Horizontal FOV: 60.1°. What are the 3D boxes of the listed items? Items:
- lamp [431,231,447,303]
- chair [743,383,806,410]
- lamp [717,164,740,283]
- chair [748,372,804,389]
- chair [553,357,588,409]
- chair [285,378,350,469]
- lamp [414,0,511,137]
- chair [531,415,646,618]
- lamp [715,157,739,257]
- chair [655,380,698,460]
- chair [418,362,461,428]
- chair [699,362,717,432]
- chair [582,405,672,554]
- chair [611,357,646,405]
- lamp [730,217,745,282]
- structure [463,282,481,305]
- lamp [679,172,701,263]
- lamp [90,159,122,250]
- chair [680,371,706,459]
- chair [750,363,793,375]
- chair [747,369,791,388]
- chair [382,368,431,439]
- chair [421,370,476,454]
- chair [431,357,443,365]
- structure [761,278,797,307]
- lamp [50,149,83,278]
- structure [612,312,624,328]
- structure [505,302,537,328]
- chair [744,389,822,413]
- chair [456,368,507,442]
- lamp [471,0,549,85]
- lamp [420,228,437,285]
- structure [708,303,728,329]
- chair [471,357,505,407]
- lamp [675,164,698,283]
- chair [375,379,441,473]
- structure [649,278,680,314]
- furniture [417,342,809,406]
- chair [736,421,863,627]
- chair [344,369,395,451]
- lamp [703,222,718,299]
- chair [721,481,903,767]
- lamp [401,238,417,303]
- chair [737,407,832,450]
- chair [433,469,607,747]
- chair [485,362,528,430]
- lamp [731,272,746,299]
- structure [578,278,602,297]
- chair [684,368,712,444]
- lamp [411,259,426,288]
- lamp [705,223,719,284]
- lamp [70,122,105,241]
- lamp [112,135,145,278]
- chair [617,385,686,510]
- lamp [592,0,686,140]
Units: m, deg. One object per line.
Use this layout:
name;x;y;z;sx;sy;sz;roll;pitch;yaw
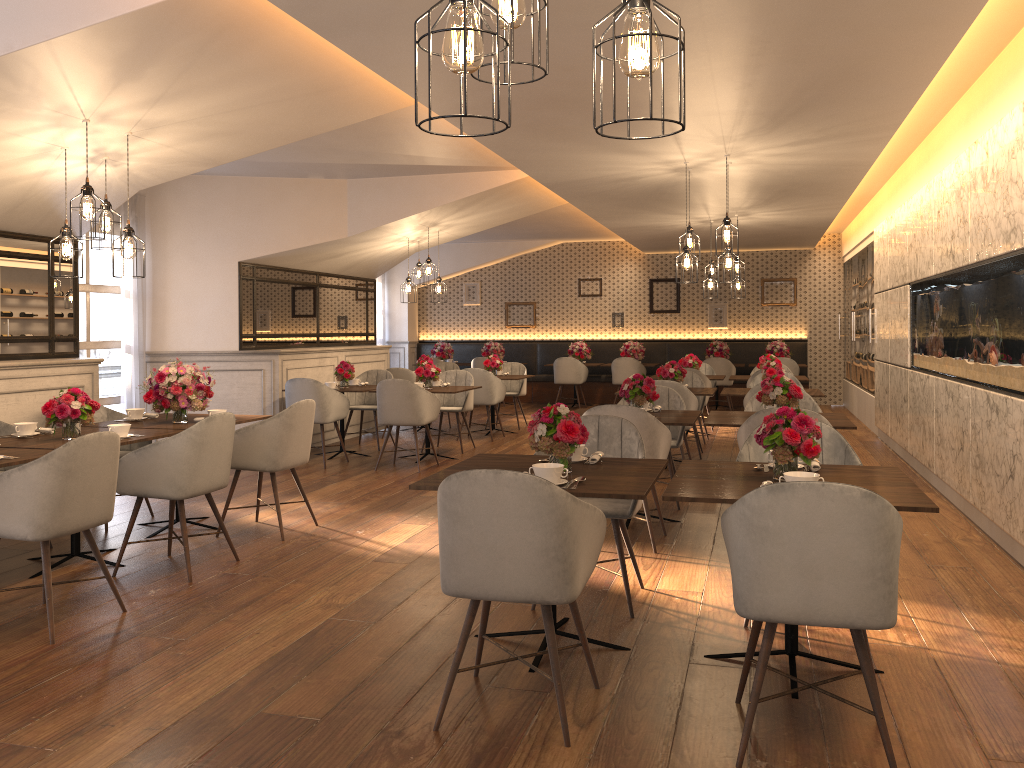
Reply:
lamp;-0.850;-1.975;10.248;0.175;2.070;0.175;0;0;17
chair;2.291;0.394;7.654;0.565;0.872;0.526;0;1;15
lamp;1.756;-1.858;7.200;0.175;2.070;0.175;0;0;17
chair;2.661;0.315;8.930;0.565;0.872;0.526;0;1;15
chair;0.949;-0.016;14.590;0.565;0.872;0.526;0;1;15
chair;-1.932;0.362;8.672;0.565;0.872;0.526;0;1;15
lamp;-0.101;-1.532;1.716;0.175;2.070;0.175;0;0;17
chair;0.386;0.609;4.313;0.565;0.872;0.526;0;1;15
lamp;1.667;-2.032;6.883;0.175;2.070;0.175;0;0;17
chair;1.367;0.385;7.910;0.565;0.872;0.526;0;1;15
chair;-0.987;0.142;12.199;0.565;0.872;0.526;0;1;15
chair;2.398;0.157;11.573;0.565;0.872;0.526;0;1;15
chair;0.678;0.540;5.425;0.565;0.872;0.526;0;1;15
chair;1.873;-0.006;14.334;0.565;0.872;0.526;0;1;15
lamp;2.680;-2.260;10.538;0.175;2.070;0.175;0;0;17
structure;-0.759;-1.707;16.707;0.340;0.440;0.034;0;0;15
lamp;1.495;-2.067;7.481;0.175;2.070;0.175;0;0;17
lamp;-2.513;-1.868;5.468;0.175;2.070;0.175;0;0;17
chair;1.736;0.306;9.186;0.565;0.872;0.526;0;1;15
chair;3.322;0.166;11.317;0.565;0.872;0.526;0;1;15
chair;2.953;0.246;10.041;0.565;0.872;0.526;0;1;15
chair;-1.312;0.222;10.911;0.565;0.872;0.526;0;1;15
chair;-0.683;0.291;9.704;0.565;0.872;0.526;0;1;15
chair;-1.340;-0.038;15.225;0.565;0.872;0.526;0;1;15
structure;4.589;-1.577;15.225;0.601;0.485;0.032;0;0;15
lamp;-2.600;-1.655;5.151;0.175;2.070;0.175;0;0;17
structure;1.914;-1.152;15.976;0.216;0.277;0.018;0;0;15
structure;0.160;-1.281;16.454;0.601;0.485;0.032;0;0;15
chair;1.972;0.470;6.445;0.565;0.872;0.526;0;1;15
chair;-0.387;0.231;10.655;0.565;0.872;0.526;0;1;15
lamp;-0.015;-1.746;2.032;0.175;2.070;0.175;0;0;17
lamp;-0.939;-2.149;9.931;0.175;2.070;0.175;0;0;17
structure;3.603;-1.192;15.500;0.340;0.440;0.034;0;0;15
chair;-0.416;-0.029;14.968;0.565;0.872;0.526;0;1;15
lamp;1.409;-1.853;7.165;0.175;2.070;0.175;0;0;17
chair;-1.008;0.371;8.415;0.565;0.872;0.526;0;1;15
structure;2.717;-1.564;15.751;0.544;0.632;0.035;0;0;15
furniture;1.553;-0.196;15.780;7.087;1.081;0.541;1;1;15
chair;1.311;0.618;4.057;0.565;0.872;0.526;0;1;15
chair;-1.608;0.282;9.960;0.565;0.872;0.526;0;1;15
lamp;2.422;-2.081;10.820;0.175;2.070;0.175;0;0;17
chair;0.941;0.698;2.781;0.565;0.872;0.526;0;1;15
lamp;-1.197;-1.970;10.213;0.175;2.070;0.175;0;0;17
chair;1.603;0.549;5.169;0.565;0.872;0.526;0;1;15
chair;0.017;0.689;3.038;0.565;0.872;0.526;0;1;15
chair;-0.063;0.151;11.943;0.565;0.872;0.526;0;1;15
lamp;2.769;-2.086;10.855;0.175;2.070;0.175;0;0;17
structure;1.424;-1.754;16.112;0.449;0.345;0.016;0;0;15
chair;2.029;0.236;10.298;0.565;0.872;0.526;0;1;15
lamp;-1.111;-2.184;10.529;0.175;2.070;0.175;0;0;17
lamp;2.508;-2.295;11.136;0.175;2.070;0.175;0;0;17
lamp;-2.342;-1.833;4.869;0.175;2.070;0.175;0;0;17
lamp;-2.253;-1.659;5.186;0.175;2.070;0.175;0;0;17
chair;1.048;0.460;6.701;0.565;0.872;0.526;0;1;15
lamp;0.246;-1.537;1.751;0.175;2.070;0.175;0;0;17
